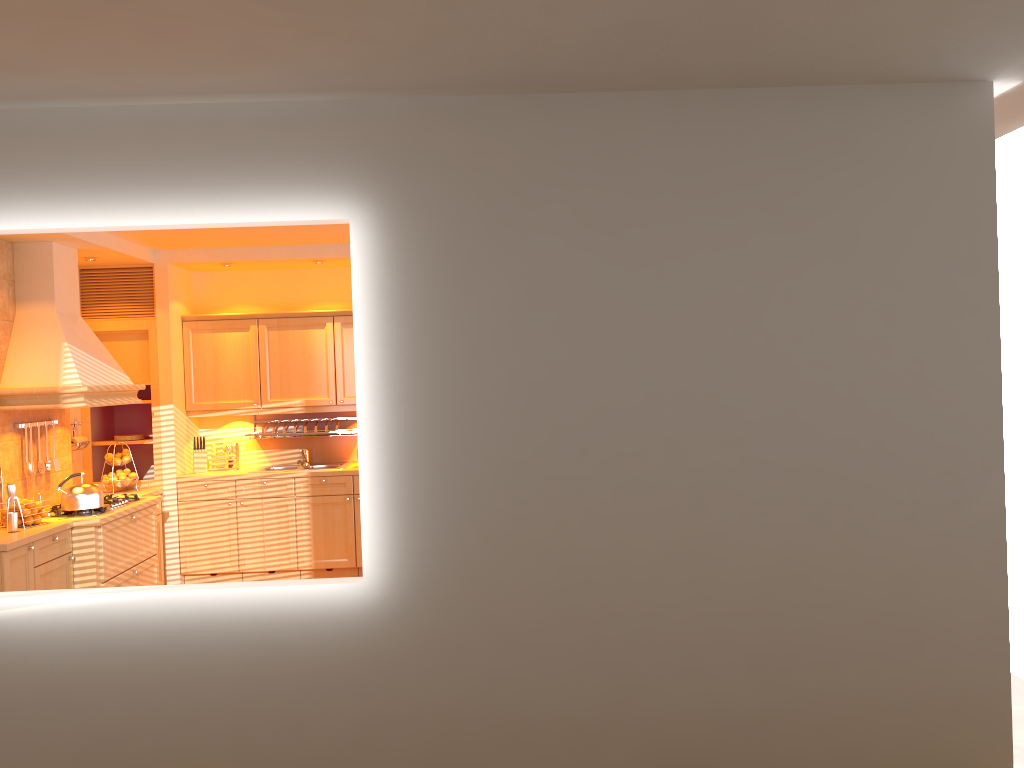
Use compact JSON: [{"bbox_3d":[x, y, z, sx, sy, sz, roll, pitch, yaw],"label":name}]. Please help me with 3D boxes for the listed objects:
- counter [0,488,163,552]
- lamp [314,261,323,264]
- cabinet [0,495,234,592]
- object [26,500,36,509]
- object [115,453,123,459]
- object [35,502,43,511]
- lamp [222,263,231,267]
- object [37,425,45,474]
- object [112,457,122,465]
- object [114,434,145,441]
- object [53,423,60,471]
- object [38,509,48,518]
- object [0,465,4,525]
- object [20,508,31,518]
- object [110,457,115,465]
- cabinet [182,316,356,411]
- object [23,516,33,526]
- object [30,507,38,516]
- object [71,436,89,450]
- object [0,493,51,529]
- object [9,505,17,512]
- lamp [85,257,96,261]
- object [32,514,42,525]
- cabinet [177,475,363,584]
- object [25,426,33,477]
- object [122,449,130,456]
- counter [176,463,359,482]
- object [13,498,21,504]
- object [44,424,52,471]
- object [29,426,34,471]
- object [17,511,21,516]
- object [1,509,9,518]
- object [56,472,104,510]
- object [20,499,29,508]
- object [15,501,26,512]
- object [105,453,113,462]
[{"bbox_3d":[-2.859,0.837,5.675,0.770,0.038,2.250,-2,1,-2],"label":"counter"},{"bbox_3d":[-1.523,-0.958,6.991,0.070,0.021,0.070,-2,1,38],"label":"lamp"},{"bbox_3d":[-2.666,1.266,5.985,1.141,0.840,2.850,-2,1,-2],"label":"cabinet"},{"bbox_3d":[-2.781,0.695,5.124,0.053,0.051,0.063,-2,1,6],"label":"object"},{"bbox_3d":[-2.950,0.541,6.654,0.051,0.051,0.050,-2,1,23],"label":"object"},{"bbox_3d":[-2.781,0.718,5.198,0.053,0.052,0.061,-2,1,-28],"label":"object"},{"bbox_3d":[-2.242,-0.932,6.968,0.070,0.021,0.070,-3,1,-41],"label":"lamp"},{"bbox_3d":[-3.063,0.425,5.765,0.017,0.320,0.090,-2,1,-2],"label":"object"},{"bbox_3d":[-2.944,0.577,6.608,0.064,0.058,0.063,-3,1,-35],"label":"object"},{"bbox_3d":[-2.997,0.421,6.952,0.222,0.039,0.222,-2,1,16],"label":"object"},{"bbox_3d":[-3.067,0.424,5.965,0.020,0.323,0.061,-2,1,-2],"label":"object"},{"bbox_3d":[-2.759,0.763,5.216,0.061,0.054,0.052,-2,1,26],"label":"object"},{"bbox_3d":[-3.075,0.645,4.927,0.221,0.379,0.572,-2,1,-2],"label":"object"},{"bbox_3d":[-2.789,0.739,5.083,0.053,0.051,0.063,-2,1,17],"label":"object"},{"bbox_3d":[-2.989,0.577,6.646,0.057,0.056,0.051,-3,1,-42],"label":"object"},{"bbox_3d":[-1.722,-0.176,7.254,1.792,0.712,0.332,-2,1,-2],"label":"cabinet"},{"bbox_3d":[-2.783,0.786,5.103,0.052,0.057,0.060,-3,1,-40],"label":"object"},{"bbox_3d":[-2.782,0.740,5.145,0.062,0.053,0.052,-2,1,20],"label":"object"},{"bbox_3d":[-3.207,0.436,6.539,0.096,0.094,0.186,-2,1,-1],"label":"object"},{"bbox_3d":[-2.838,0.736,5.162,0.189,0.174,0.207,-2,1,13],"label":"object"},{"bbox_3d":[-2.870,0.715,5.099,0.063,0.051,0.053,-2,1,4],"label":"object"},{"bbox_3d":[-3.029,-0.897,6.371,0.070,0.021,0.070,-2,1,-18],"label":"lamp"},{"bbox_3d":[-2.780,0.791,5.164,0.074,0.063,0.064,-2,1,-21],"label":"object"},{"bbox_3d":[-1.084,0.765,7.135,3.000,1.700,0.625,-2,1,-2],"label":"cabinet"},{"bbox_3d":[-3.053,0.428,5.605,0.028,0.323,0.055,-2,1,-2],"label":"object"},{"bbox_3d":[-2.901,0.515,6.660,0.058,0.059,0.055,-1,1,45],"label":"object"},{"bbox_3d":[-1.687,0.698,7.131,1.800,0.038,0.600,-2,1,-2],"label":"counter"},{"bbox_3d":[-2.896,0.697,5.197,0.059,0.060,0.050,-3,1,-42],"label":"object"},{"bbox_3d":[-3.083,0.419,5.860,0.037,0.309,0.077,-2,1,-2],"label":"object"},{"bbox_3d":[-3.066,0.426,5.663,0.006,0.319,0.028,-2,1,-2],"label":"object"},{"bbox_3d":[-2.833,0.739,5.120,0.051,0.053,0.064,-3,1,-39],"label":"object"},{"bbox_3d":[-2.910,0.745,5.109,0.060,0.055,0.053,-2,1,2],"label":"object"},{"bbox_3d":[-2.680,0.658,5.525,0.242,0.215,0.251,-2,1,-14],"label":"object"},{"bbox_3d":[-2.833,0.693,5.153,0.063,0.053,0.051,-3,1,-40],"label":"object"},{"bbox_3d":[-2.819,0.701,5.087,0.052,0.060,0.057,-2,1,37],"label":"object"},{"bbox_3d":[-2.995,0.546,6.598,0.063,0.064,0.061,-2,1,8],"label":"object"}]
